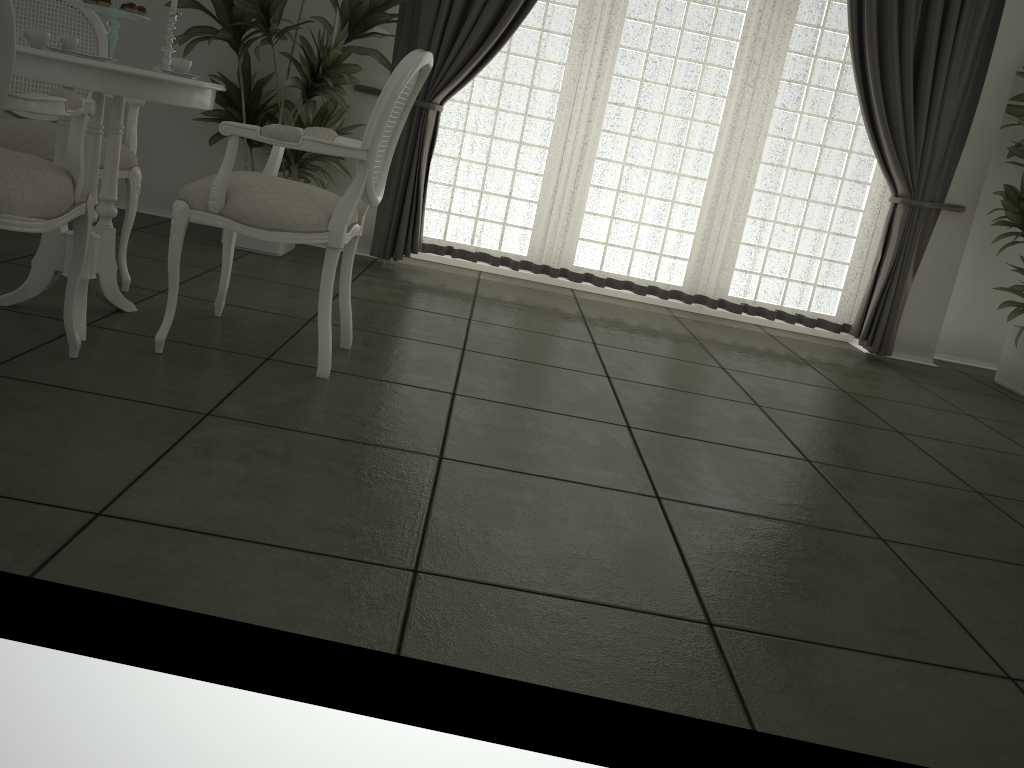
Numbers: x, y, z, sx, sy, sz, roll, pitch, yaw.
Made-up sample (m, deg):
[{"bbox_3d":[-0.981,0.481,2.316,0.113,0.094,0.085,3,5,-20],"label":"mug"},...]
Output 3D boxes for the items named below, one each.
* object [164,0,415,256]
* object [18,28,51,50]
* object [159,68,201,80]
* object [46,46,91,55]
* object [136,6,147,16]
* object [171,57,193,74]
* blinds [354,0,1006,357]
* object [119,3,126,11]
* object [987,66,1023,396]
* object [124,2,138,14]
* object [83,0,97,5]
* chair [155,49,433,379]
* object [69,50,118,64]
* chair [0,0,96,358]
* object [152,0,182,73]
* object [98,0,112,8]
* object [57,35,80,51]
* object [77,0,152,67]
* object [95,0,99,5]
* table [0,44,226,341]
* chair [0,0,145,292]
[{"bbox_3d":[-1.211,-1.738,4.615,1.168,2.061,1.051,15,12,15],"label":"object"},{"bbox_3d":[-1.337,-0.969,2.482,0.062,0.048,0.079,13,14,7],"label":"object"},{"bbox_3d":[-1.052,-0.980,2.799,0.118,0.015,0.121,8,16,-12],"label":"object"},{"bbox_3d":[-1.445,-1.079,2.872,0.118,0.015,0.121,11,15,-3],"label":"object"},{"bbox_3d":[-1.164,-1.170,2.771,0.040,0.031,0.040,16,14,18],"label":"object"},{"bbox_3d":[-1.043,-1.004,2.801,0.063,0.048,0.078,19,16,29],"label":"object"},{"bbox_3d":[0.951,-1.695,5.071,3.656,2.561,0.672,11,11,-2],"label":"blinds"},{"bbox_3d":[-1.227,-1.192,2.805,0.040,0.031,0.039,22,17,37],"label":"object"},{"bbox_3d":[3.249,-0.941,4.958,1.168,2.061,1.051,15,12,15],"label":"object"},{"bbox_3d":[-1.164,-1.150,2.699,0.039,0.031,0.040,0,18,-40],"label":"object"},{"bbox_3d":[-1.288,-1.174,2.694,0.039,0.031,0.040,0,18,-40],"label":"object"},{"bbox_3d":[-0.688,-0.617,2.896,0.689,1.046,0.606,11,12,-2],"label":"chair"},{"bbox_3d":[-1.195,-0.933,2.524,0.118,0.015,0.121,8,16,-12],"label":"object"},{"bbox_3d":[-1.365,-0.523,2.071,0.593,1.046,0.705,9,12,-12],"label":"chair"},{"bbox_3d":[-1.118,-1.207,2.908,0.087,0.358,0.089,6,12,-25],"label":"object"},{"bbox_3d":[-1.226,-1.152,2.660,0.039,0.031,0.040,2,17,-36],"label":"object"},{"bbox_3d":[-1.438,-1.100,2.861,0.062,0.048,0.079,6,15,-22],"label":"object"},{"bbox_3d":[-1.236,-1.124,2.741,0.213,0.244,0.212,18,14,29],"label":"object"},{"bbox_3d":[-1.289,-1.194,2.766,0.039,0.031,0.040,0,18,-40],"label":"object"},{"bbox_3d":[-1.352,-0.609,2.816,0.739,0.816,0.755,10,13,-6],"label":"table"},{"bbox_3d":[-1.757,-0.948,3.317,0.593,1.046,0.704,3,15,-36],"label":"chair"}]
